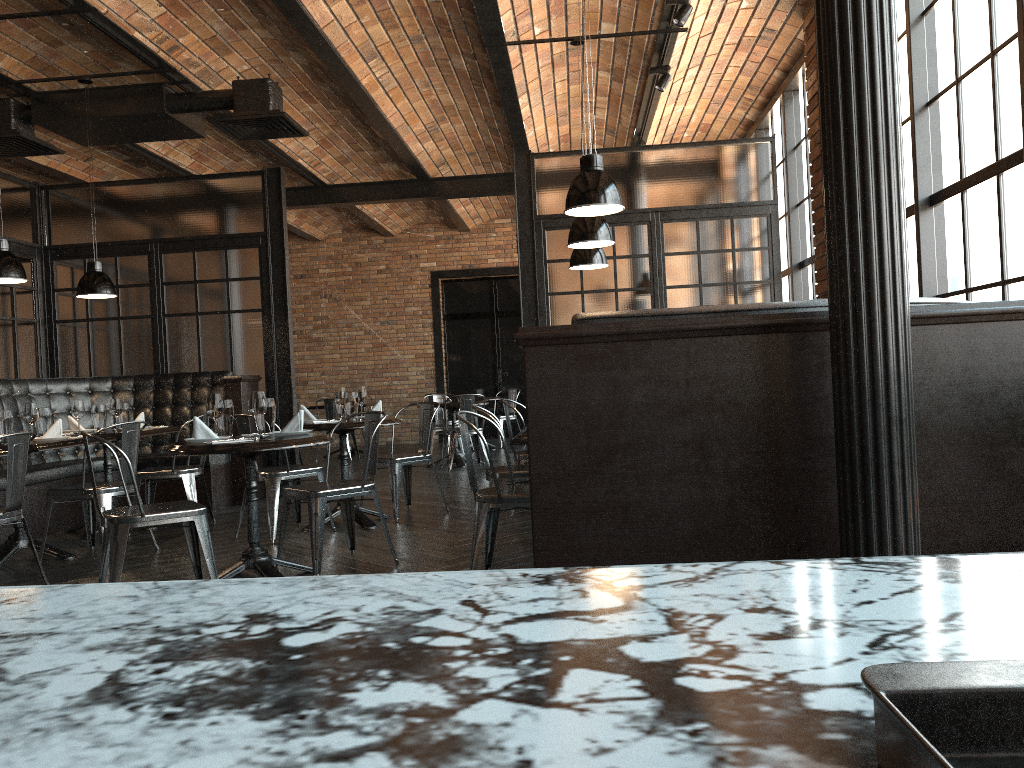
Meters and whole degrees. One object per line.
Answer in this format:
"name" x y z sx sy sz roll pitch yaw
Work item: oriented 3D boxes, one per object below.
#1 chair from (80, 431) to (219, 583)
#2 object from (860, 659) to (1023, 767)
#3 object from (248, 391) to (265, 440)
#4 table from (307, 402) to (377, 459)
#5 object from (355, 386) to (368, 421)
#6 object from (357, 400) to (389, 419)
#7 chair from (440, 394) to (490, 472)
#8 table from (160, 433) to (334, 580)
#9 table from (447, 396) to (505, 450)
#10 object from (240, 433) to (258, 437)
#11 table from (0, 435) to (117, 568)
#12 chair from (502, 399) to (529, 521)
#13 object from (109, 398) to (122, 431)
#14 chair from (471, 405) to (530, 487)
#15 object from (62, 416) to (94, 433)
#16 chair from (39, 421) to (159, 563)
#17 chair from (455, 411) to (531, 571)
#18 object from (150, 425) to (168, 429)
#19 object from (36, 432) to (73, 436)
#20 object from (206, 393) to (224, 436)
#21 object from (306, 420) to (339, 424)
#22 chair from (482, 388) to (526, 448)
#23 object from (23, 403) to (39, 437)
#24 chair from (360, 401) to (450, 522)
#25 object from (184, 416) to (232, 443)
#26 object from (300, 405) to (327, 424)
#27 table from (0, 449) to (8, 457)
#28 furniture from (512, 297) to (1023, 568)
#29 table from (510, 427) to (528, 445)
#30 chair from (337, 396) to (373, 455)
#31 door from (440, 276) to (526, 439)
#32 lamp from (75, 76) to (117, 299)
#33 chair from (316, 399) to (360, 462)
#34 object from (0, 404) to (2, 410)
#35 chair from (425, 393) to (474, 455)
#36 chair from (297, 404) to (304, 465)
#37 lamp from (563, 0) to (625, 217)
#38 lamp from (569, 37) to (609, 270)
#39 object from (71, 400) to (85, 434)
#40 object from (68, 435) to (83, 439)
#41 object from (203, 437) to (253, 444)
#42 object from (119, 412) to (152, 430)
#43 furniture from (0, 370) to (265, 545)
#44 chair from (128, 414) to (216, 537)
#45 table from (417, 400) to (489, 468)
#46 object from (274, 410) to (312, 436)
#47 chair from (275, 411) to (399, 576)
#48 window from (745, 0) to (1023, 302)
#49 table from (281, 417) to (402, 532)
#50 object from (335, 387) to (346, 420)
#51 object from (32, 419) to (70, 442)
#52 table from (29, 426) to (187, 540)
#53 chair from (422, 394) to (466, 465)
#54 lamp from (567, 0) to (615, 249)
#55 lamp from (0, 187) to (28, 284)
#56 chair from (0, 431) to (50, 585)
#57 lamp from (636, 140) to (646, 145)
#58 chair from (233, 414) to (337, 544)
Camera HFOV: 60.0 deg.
"chair" -1.760 0.636 4.300 0.558 0.857 0.504 -3 0 -31
"object" 0.212 0.081 0.015 0.273 0.019 0.437 -3 0 4
"object" -1.295 0.160 4.524 0.092 0.244 0.092 -3 0 4
"table" -2.407 0.670 12.838 0.872 0.758 0.872 -3 0 4
"object" -1.075 0.138 6.330 0.092 0.244 0.092 -3 0 -33
"object" -1.027 0.193 6.520 0.232 0.139 0.232 -3 0 1
"chair" -0.549 0.542 10.117 0.504 0.857 0.558 -3 0 -16
"table" -1.355 0.664 4.636 0.866 0.758 0.866 -3 0 -32
"table" -0.520 0.575 12.853 0.866 0.758 0.866 -3 0 -37
"object" -1.387 0.276 4.901 0.157 0.019 0.255 -3 0 35
"table" -3.144 0.748 5.645 0.872 0.758 0.872 -3 0 4
"chair" 0.230 0.523 6.470 0.558 0.857 0.504 -3 0 9
"object" -3.040 0.234 6.809 0.092 0.244 0.092 -3 0 -24
"chair" 0.053 0.539 5.361 0.558 0.857 0.504 -3 0 -1
"object" -3.295 0.306 6.737 0.232 0.139 0.232 -3 0 -37
"chair" -2.614 0.672 5.613 0.558 0.857 0.504 -3 0 14
"chair" 0.033 0.546 4.317 0.558 0.857 0.504 -3 0 9
"object" -2.834 0.337 6.920 0.255 0.019 0.157 -3 0 5
"object" -3.322 0.364 6.481 0.255 0.019 0.157 -3 0 5
"object" -1.583 0.173 4.730 0.092 0.244 0.092 -3 0 4
"object" -1.306 0.264 6.236 0.255 0.019 0.157 -3 0 -35
"chair" -0.154 0.504 13.223 0.504 0.857 0.558 -3 0 44
"object" -3.094 0.244 5.706 0.092 0.244 0.092 -3 0 -35
"chair" -0.835 0.575 6.797 0.504 0.857 0.558 -3 0 44
"object" -1.558 0.231 4.537 0.232 0.139 0.232 -3 0 -26
"object" -1.453 0.216 6.386 0.232 0.139 0.232 -3 0 -41
"table" -3.226 0.759 4.545 0.872 0.758 0.872 -3 0 4
"furniture" 1.214 0.304 5.300 1.979 1.212 5.451 -3 0 4
"table" 0.474 0.574 4.252 0.872 0.758 0.872 -3 0 4
"chair" -2.350 0.614 13.392 0.504 0.857 0.558 -3 0 4
"door" -0.252 -0.455 15.100 1.826 2.761 0.108 -3 0 4
"lamp" -3.186 -1.486 6.708 0.291 1.653 0.291 -3 0 -41
"chair" -2.439 0.624 12.328 0.504 0.857 0.558 -3 0 4
"object" -3.204 0.250 5.502 0.092 0.244 0.092 -3 0 21
"chair" -0.905 0.546 12.466 0.504 0.857 0.558 -3 0 44
"chair" -2.710 0.650 10.260 0.504 0.857 0.558 -3 0 4
"lamp" 0.351 -1.650 4.231 0.291 1.653 0.291 -3 0 -41
"lamp" 0.515 -1.670 6.430 0.291 1.653 0.291 -3 0 -21
"object" -3.187 0.244 6.521 0.092 0.244 0.092 -3 0 -24
"object" -2.935 0.348 5.817 0.255 0.019 0.157 -3 0 10
"object" -1.387 0.279 4.395 0.255 0.019 0.157 -3 0 -35
"object" -2.840 0.284 6.688 0.232 0.139 0.232 -3 0 37
"furniture" -3.499 0.539 5.657 1.979 1.212 5.451 -3 0 4
"chair" -2.547 0.662 6.662 0.558 0.857 0.504 -3 0 -6
"table" -0.687 0.596 10.624 0.866 0.758 0.866 -3 0 -7
"object" -1.203 0.212 4.809 0.232 0.139 0.232 -3 0 -42
"chair" -0.986 0.593 4.968 0.558 0.857 0.504 -3 0 -41
"window" 2.460 -1.036 6.432 0.168 3.253 16.179 -3 0 4
"table" -1.218 0.647 6.466 0.866 0.758 0.866 -3 0 -32
"object" -1.275 0.147 6.623 0.092 0.244 0.092 -3 0 1
"object" -2.928 0.294 5.620 0.232 0.139 0.232 -3 0 -11
"table" -3.063 0.738 6.732 0.872 0.758 0.872 -3 0 4
"chair" -0.865 0.552 11.158 0.504 0.857 0.558 -3 0 -11
"lamp" 0.433 -1.660 5.330 0.291 1.653 0.291 -3 0 29
"lamp" -3.268 -1.475 5.608 0.291 1.653 0.291 -3 0 -41
"chair" -2.754 0.685 4.540 0.558 0.857 0.504 -3 0 4
"lamp" 1.407 -1.752 9.409 0.291 1.653 0.291 -3 0 -21
"chair" -1.604 0.618 6.132 0.504 0.857 0.558 -3 0 44
